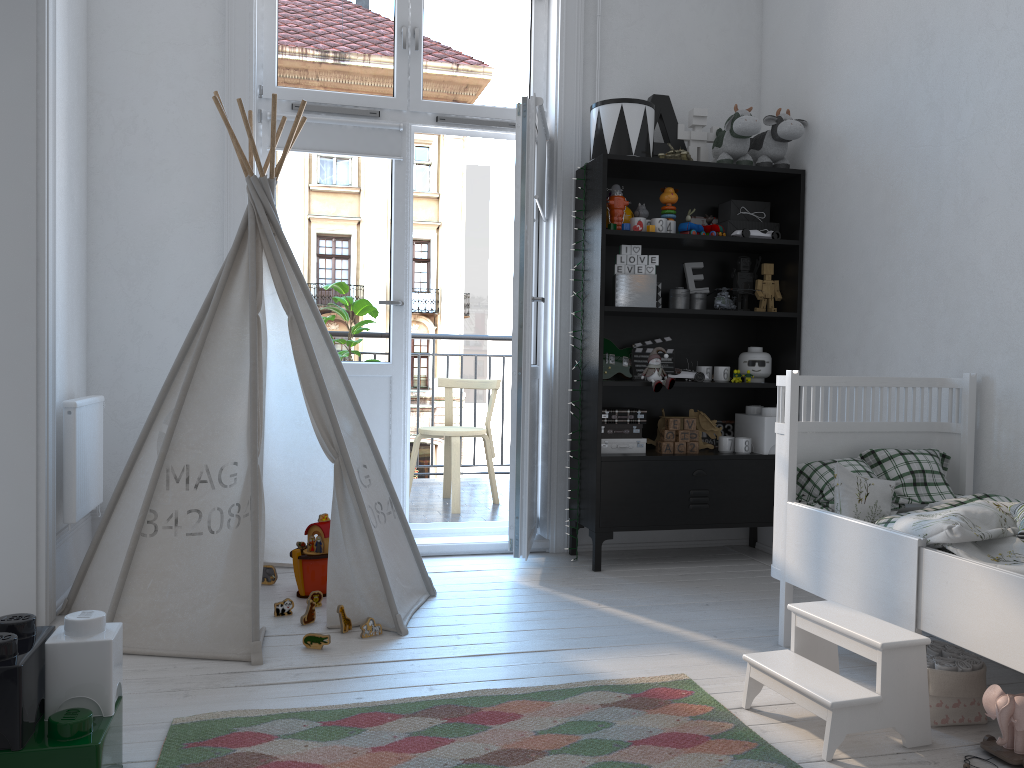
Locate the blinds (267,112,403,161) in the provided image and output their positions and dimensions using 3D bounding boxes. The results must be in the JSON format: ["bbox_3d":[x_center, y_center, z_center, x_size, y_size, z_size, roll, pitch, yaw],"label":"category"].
[{"bbox_3d":[-0.744,-1.048,3.755,0.565,0.158,0.032,1,2,-15],"label":"blinds"}]

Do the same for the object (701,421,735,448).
[{"bbox_3d":[0.882,0.228,4.034,0.347,0.120,0.034,1,2,-15],"label":"object"}]

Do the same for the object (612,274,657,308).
[{"bbox_3d":[0.508,-0.383,3.696,0.170,0.138,0.124,1,2,0],"label":"object"}]

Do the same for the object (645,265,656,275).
[{"bbox_3d":[0.571,-0.468,3.657,0.040,0.040,0.040,1,2,15],"label":"object"}]

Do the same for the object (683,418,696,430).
[{"bbox_3d":[0.758,0.170,3.784,0.050,0.050,0.050,1,2,5],"label":"object"}]

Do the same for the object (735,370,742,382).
[{"bbox_3d":[0.977,-0.034,3.828,0.042,0.054,0.031,1,2,-14],"label":"object"}]

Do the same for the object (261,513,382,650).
[{"bbox_3d":[-0.605,0.615,2.978,0.385,0.284,0.856,0,2,-23],"label":"object"}]

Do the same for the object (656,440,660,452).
[{"bbox_3d":[0.649,0.267,3.802,0.050,0.050,0.050,1,2,-15],"label":"object"}]

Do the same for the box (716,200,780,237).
[{"bbox_3d":[1.042,-0.711,3.929,0.251,0.189,0.179,1,2,-15],"label":"box"}]

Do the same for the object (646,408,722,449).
[{"bbox_3d":[0.757,0.201,3.908,0.337,0.186,0.111,1,2,0],"label":"object"}]

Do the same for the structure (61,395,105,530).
[{"bbox_3d":[-1.506,0.275,3.150,0.075,0.460,0.635,0,2,-18],"label":"structure"}]

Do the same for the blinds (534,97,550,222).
[{"bbox_3d":[0.128,-0.914,3.694,0.032,0.390,0.565,1,2,5],"label":"blinds"}]

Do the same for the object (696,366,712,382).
[{"bbox_3d":[0.832,-0.043,3.839,0.067,0.067,0.067,1,2,0],"label":"object"}]

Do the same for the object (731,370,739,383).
[{"bbox_3d":[0.949,-0.033,3.766,0.031,0.054,0.042,2,2,36],"label":"object"}]

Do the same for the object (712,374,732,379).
[{"bbox_3d":[0.905,-0.029,3.972,0.163,0.034,0.069,1,2,-15],"label":"object"}]

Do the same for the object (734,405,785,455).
[{"bbox_3d":[1.102,0.198,3.907,0.132,0.199,0.267,1,2,-15],"label":"object"}]

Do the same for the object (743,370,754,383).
[{"bbox_3d":[1.014,-0.033,3.807,0.042,0.054,0.031,2,2,31],"label":"object"}]

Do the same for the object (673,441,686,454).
[{"bbox_3d":[0.705,0.269,3.760,0.050,0.050,0.050,1,2,-10],"label":"object"}]

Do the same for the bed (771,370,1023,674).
[{"bbox_3d":[1.284,0.395,2.181,0.670,0.833,1.403,1,2,-15],"label":"bed"}]

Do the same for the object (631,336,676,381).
[{"bbox_3d":[0.620,-0.112,3.895,0.201,0.199,0.048,1,2,-15],"label":"object"}]

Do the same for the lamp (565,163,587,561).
[{"bbox_3d":[0.706,-0.085,3.884,0.985,1.685,0.095,0,2,-17],"label":"lamp"}]

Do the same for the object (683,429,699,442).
[{"bbox_3d":[0.766,0.220,3.802,0.050,0.050,0.050,1,2,-15],"label":"object"}]

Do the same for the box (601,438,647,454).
[{"bbox_3d":[0.441,0.257,3.783,0.215,0.062,0.179,1,2,-15],"label":"box"}]

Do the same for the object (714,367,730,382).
[{"bbox_3d":[0.901,-0.041,3.808,0.067,0.067,0.067,1,2,0],"label":"object"}]

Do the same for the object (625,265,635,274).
[{"bbox_3d":[0.481,-0.470,3.666,0.040,0.040,0.040,1,2,-10],"label":"object"}]

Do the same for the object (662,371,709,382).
[{"bbox_3d":[0.720,-0.033,3.770,0.230,0.048,0.098,1,2,10],"label":"object"}]

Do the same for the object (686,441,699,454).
[{"bbox_3d":[0.770,0.270,3.776,0.050,0.050,0.050,1,2,15],"label":"object"}]

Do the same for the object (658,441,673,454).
[{"bbox_3d":[0.648,0.269,3.745,0.050,0.050,0.050,1,2,-15],"label":"object"}]

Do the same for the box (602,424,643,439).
[{"bbox_3d":[0.424,0.196,3.776,0.215,0.062,0.179,1,2,-15],"label":"box"}]

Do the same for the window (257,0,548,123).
[{"bbox_3d":[-0.446,-1.489,3.836,1.263,0.660,0.101,1,2,-15],"label":"window"}]

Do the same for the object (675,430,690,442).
[{"bbox_3d":[0.721,0.220,3.762,0.050,0.050,0.050,1,2,-15],"label":"object"}]

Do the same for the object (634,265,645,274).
[{"bbox_3d":[0.525,-0.469,3.657,0.040,0.040,0.040,1,2,0],"label":"object"}]

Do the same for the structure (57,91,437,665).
[{"bbox_3d":[-0.847,-0.114,2.980,1.143,1.750,1.143,0,2,-39],"label":"structure"}]

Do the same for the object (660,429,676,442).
[{"bbox_3d":[0.661,0.219,3.767,0.050,0.050,0.050,1,2,-15],"label":"object"}]

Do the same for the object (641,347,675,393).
[{"bbox_3d":[0.598,-0.059,3.617,0.110,0.186,0.129,0,2,-27],"label":"object"}]

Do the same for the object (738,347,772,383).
[{"bbox_3d":[1.069,-0.082,3.903,0.139,0.162,0.139,0,2,-40],"label":"object"}]

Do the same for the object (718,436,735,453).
[{"bbox_3d":[0.928,0.262,3.838,0.067,0.067,0.067,1,2,0],"label":"object"}]

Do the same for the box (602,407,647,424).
[{"bbox_3d":[0.443,0.135,3.780,0.215,0.062,0.179,1,2,-15],"label":"box"}]

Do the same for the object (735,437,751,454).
[{"bbox_3d":[0.989,0.264,3.797,0.067,0.067,0.067,1,2,0],"label":"object"}]

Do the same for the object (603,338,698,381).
[{"bbox_3d":[0.573,-0.082,3.912,0.542,0.239,0.093,1,2,-14],"label":"object"}]

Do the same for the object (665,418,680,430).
[{"bbox_3d":[0.681,0.170,3.762,0.050,0.050,0.050,1,2,-15],"label":"object"}]
